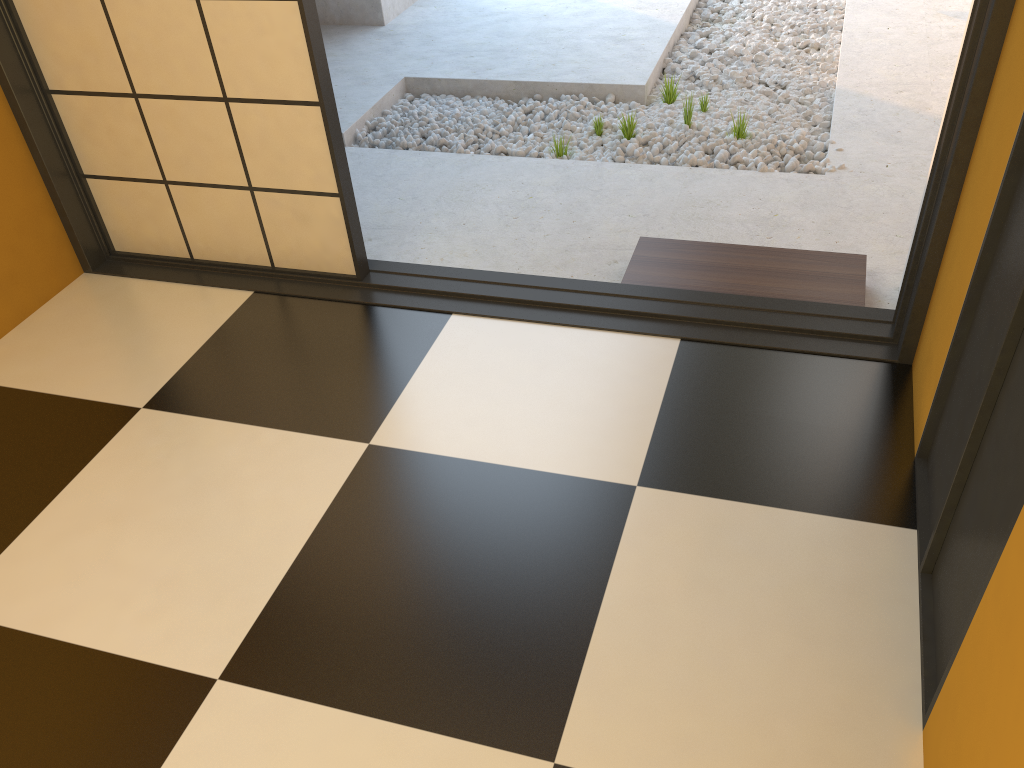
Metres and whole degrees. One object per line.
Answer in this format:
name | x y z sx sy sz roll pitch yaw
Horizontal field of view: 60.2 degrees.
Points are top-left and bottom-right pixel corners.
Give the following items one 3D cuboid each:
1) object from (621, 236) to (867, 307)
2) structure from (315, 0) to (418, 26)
object | 0.707 -0.297 2.719 0.700 0.106 0.335 8 41 16
structure | -2.108 -2.309 2.225 1.154 4.137 6.269 9 41 16
